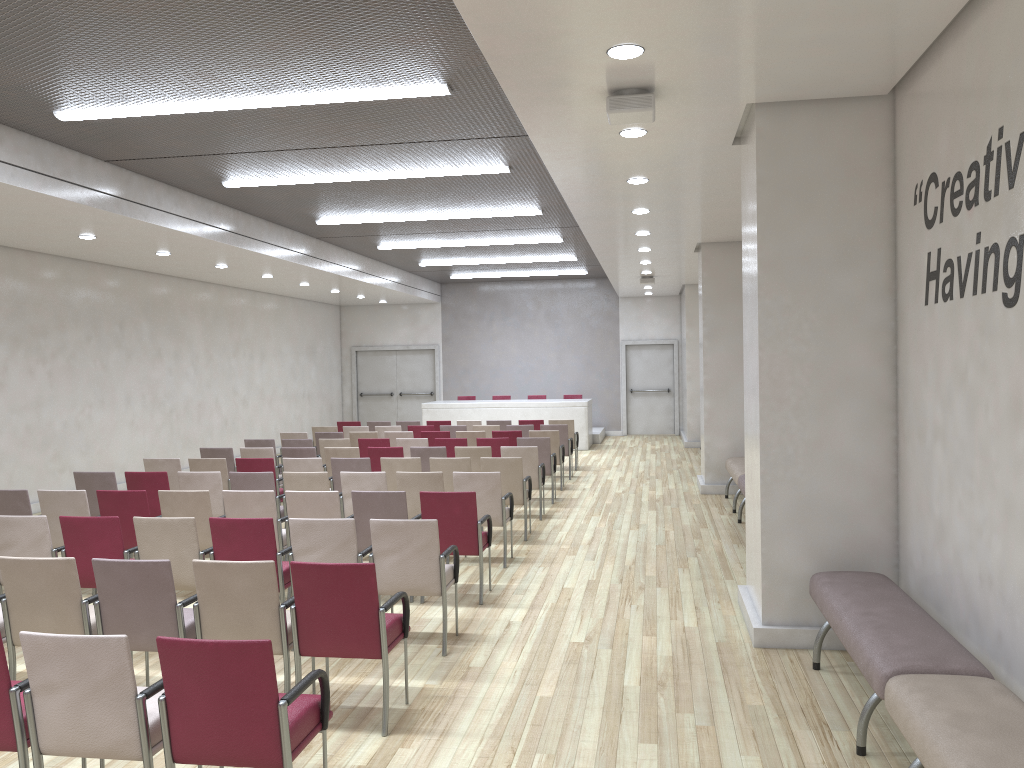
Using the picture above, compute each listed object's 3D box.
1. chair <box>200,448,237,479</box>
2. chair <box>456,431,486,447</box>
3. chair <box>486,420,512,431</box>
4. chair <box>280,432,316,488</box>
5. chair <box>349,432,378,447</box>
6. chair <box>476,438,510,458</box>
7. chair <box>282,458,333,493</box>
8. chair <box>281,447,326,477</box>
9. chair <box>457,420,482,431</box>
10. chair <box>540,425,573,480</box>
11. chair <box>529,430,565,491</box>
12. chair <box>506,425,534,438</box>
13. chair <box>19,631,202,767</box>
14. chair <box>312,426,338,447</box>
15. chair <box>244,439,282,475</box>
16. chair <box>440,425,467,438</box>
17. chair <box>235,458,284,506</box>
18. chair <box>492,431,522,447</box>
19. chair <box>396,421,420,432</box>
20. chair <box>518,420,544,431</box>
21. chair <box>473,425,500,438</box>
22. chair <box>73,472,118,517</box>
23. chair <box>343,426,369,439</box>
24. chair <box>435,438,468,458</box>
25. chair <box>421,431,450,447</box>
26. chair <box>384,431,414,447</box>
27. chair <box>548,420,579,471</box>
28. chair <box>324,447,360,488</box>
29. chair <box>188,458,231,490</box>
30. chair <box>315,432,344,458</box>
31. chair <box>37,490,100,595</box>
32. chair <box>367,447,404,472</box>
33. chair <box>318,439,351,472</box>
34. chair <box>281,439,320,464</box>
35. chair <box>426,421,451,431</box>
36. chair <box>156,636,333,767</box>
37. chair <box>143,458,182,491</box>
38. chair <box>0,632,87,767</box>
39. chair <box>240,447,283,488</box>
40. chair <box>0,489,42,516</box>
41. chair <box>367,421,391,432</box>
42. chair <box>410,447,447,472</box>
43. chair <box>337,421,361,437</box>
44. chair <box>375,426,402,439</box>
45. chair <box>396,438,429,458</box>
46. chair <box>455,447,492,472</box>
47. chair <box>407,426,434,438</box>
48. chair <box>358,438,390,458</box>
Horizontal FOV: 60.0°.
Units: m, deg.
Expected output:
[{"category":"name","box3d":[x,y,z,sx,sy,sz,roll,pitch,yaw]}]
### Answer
[{"category":"chair","box3d":[-3.659,1.236,11.433,0.513,0.890,0.640,-1,1,10]},{"category":"chair","box3d":[-0.563,1.133,13.420,0.513,0.890,0.640,-1,1,9]},{"category":"chair","box3d":[-0.173,1.072,15.839,0.513,0.890,0.640,-1,1,10]},{"category":"chair","box3d":[-3.280,1.175,13.849,0.513,0.890,0.640,-1,1,10]},{"category":"chair","box3d":[-2.194,1.158,13.686,0.513,0.890,0.640,-1,1,8]},{"category":"chair","box3d":[-0.203,1.155,12.116,0.513,0.890,0.640,-1,1,9]},{"category":"chair","box3d":[-2.236,1.241,9.959,0.513,0.890,0.640,-1,1,9]},{"category":"chair","box3d":[-2.580,1.219,11.245,0.513,0.890,0.640,-1,1,10]},{"category":"chair","box3d":[-0.701,1.080,15.934,0.513,0.890,0.640,-1,1,10]},{"category":"chair","box3d":[0.726,1.086,14.445,0.513,0.890,0.640,-1,1,10]},{"category":"chair","box3d":[0.518,1.116,13.244,0.513,0.890,0.640,-1,1,9]},{"category":"chair","box3d":[0.184,1.094,14.534,0.513,0.890,0.640,-1,1,9]},{"category":"chair","box3d":[-1.587,1.370,3.615,0.513,0.890,0.640,-1,1,10]},{"category":"chair","box3d":[-3.074,1.144,15.074,0.513,0.890,0.640,-1,1,8]},{"category":"chair","box3d":[-3.469,1.205,12.646,0.513,0.890,0.640,-1,1,9]},{"category":"chair","box3d":[-0.902,1.111,14.712,0.513,0.890,0.640,-1,1,10]},{"category":"chair","box3d":[-2.776,1.250,10.034,0.513,0.890,0.640,-1,1,9]},{"category":"chair","box3d":[-0.023,1.125,13.334,0.513,0.890,0.640,-1,1,9]},{"category":"chair","box3d":[-1.798,1.097,16.117,0.513,0.890,0.640,-1,1,10]},{"category":"chair","box3d":[0.384,1.063,15.751,0.513,0.890,0.640,-1,1,9]},{"category":"chair","box3d":[-0.365,1.102,14.637,0.513,0.890,0.640,-1,1,9]},{"category":"chair","box3d":[-4.050,1.297,9.003,0.513,0.890,0.640,-1,1,10]},{"category":"chair","box3d":[-2.533,1.136,14.976,0.513,0.890,0.640,-1,1,9]},{"category":"chair","box3d":[-0.765,1.164,12.197,0.513,0.890,0.640,-1,1,10]},{"category":"chair","box3d":[-1.094,1.141,13.496,0.513,0.890,0.640,-1,1,8]},{"category":"chair","box3d":[-1.642,1.150,13.585,0.513,0.890,0.640,-1,1,10]},{"category":"chair","box3d":[0.909,1.055,15.661,0.513,0.890,0.640,-1,1,10]},{"category":"chair","box3d":[-2.032,1.211,11.154,0.513,0.890,0.640,-1,1,9]},{"category":"chair","box3d":[-3.327,1.258,10.124,0.513,0.890,0.640,-1,1,9]},{"category":"chair","box3d":[-2.730,1.167,13.762,0.513,0.890,0.640,-1,1,9]},{"category":"chair","box3d":[-3.702,1.320,7.690,0.513,0.890,0.640,-1,1,9]},{"category":"chair","box3d":[-1.492,1.202,11.086,0.513,0.890,0.640,-1,1,9]},{"category":"chair","box3d":[-2.386,1.189,12.466,0.513,0.890,0.640,-1,1,9]},{"category":"chair","box3d":[-2.922,1.197,12.551,0.513,0.890,0.640,-1,1,9]},{"category":"chair","box3d":[-1.250,1.088,16.019,0.513,0.890,0.640,-1,1,8]},{"category":"chair","box3d":[-1.034,1.361,3.521,0.513,0.890,0.640,-1,1,9]},{"category":"chair","box3d":[-3.864,1.267,10.213,0.513,0.890,0.640,-1,1,10]},{"category":"chair","box3d":[-2.128,1.378,3.714,0.513,0.890,0.640,-1,1,8]},{"category":"chair","box3d":[-3.123,1.228,11.331,0.513,0.890,0.640,-1,1,10]},{"category":"chair","box3d":[-4.248,1.328,7.793,0.513,0.890,0.640,-1,1,9]},{"category":"chair","box3d":[-2.336,1.105,16.192,0.513,0.890,0.640,-1,1,9]},{"category":"chair","box3d":[-0.960,1.194,10.994,0.513,0.890,0.640,-1,1,9]},{"category":"chair","box3d":[-2.890,1.114,16.280,0.513,0.890,0.640,-1,1,9]},{"category":"chair","box3d":[-1.993,1.127,14.901,0.513,0.890,0.640,-1,1,8]},{"category":"chair","box3d":[-1.301,1.172,12.292,0.513,0.890,0.640,-1,1,9]},{"category":"chair","box3d":[-0.416,1.186,10.898,0.513,0.890,0.640,-1,1,9]},{"category":"chair","box3d":[-1.440,1.119,14.815,0.513,0.890,0.640,-1,1,9]},{"category":"chair","box3d":[-1.834,1.180,12.386,0.513,0.890,0.640,-1,1,9]}]
